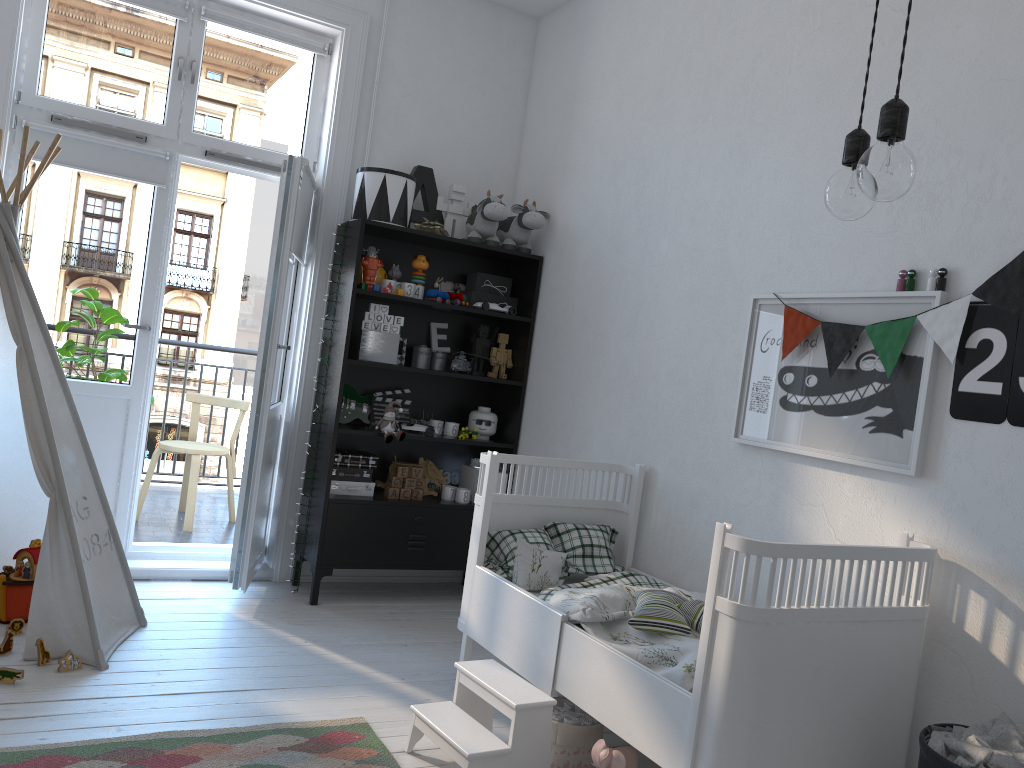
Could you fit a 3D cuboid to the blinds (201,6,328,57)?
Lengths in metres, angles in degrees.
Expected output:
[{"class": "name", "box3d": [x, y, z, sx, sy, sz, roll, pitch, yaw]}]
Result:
[{"class": "blinds", "box3d": [-1.113, -1.595, 4.020, 0.565, 0.060, 0.032, 7, 1, -29]}]

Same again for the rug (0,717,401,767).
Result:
[{"class": "rug", "box3d": [-0.545, 1.017, 1.500, 1.320, 0.016, 2.027, 7, 1, -28]}]

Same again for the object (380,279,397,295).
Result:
[{"class": "object", "box3d": [-0.553, -0.430, 3.967, 0.067, 0.067, 0.067, 7, 1, -28]}]

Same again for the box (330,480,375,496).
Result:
[{"class": "box", "box3d": [-0.756, 0.463, 4.043, 0.216, 0.062, 0.179, 7, 1, -29]}]

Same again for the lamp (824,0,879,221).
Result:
[{"class": "lamp", "box3d": [0.073, -1.074, 1.674, 1.380, 1.530, 0.074, 8, 1, 36]}]

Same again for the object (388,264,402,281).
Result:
[{"class": "object", "box3d": [-0.550, -0.479, 4.131, 0.063, 0.160, 0.063, 9, 1, 40]}]

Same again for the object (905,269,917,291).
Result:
[{"class": "object", "box3d": [1.092, -0.282, 2.428, 0.025, 0.064, 0.025, 7, 1, -31]}]

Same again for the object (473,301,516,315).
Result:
[{"class": "object", "box3d": [-0.082, -0.359, 4.201, 0.231, 0.048, 0.098, 7, 1, -39]}]

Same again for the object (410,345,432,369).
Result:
[{"class": "object", "box3d": [-0.433, -0.131, 4.251, 0.095, 0.110, 0.095, 7, 1, -24]}]

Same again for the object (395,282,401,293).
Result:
[{"class": "object", "box3d": [-0.527, -0.428, 4.031, 0.067, 0.067, 0.067, 8, 1, 35]}]

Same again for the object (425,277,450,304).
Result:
[{"class": "object", "box3d": [-0.337, -0.432, 4.110, 0.087, 0.126, 0.121, 9, 1, 39]}]

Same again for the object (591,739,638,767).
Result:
[{"class": "object", "box3d": [0.249, 1.046, 2.386, 0.255, 0.152, 0.125, 7, 1, -30]}]

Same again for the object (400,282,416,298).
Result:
[{"class": "object", "box3d": [-0.470, -0.419, 3.995, 0.067, 0.067, 0.067, 7, 1, -28]}]

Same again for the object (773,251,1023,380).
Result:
[{"class": "object", "box3d": [1.040, -0.209, 2.495, 0.058, 0.415, 0.904, 7, 1, -29]}]

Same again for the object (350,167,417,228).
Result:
[{"class": "object", "box3d": [-0.579, -0.834, 4.068, 0.272, 0.259, 0.395, 8, 1, 0]}]

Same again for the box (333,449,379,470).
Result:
[{"class": "box", "box3d": [-0.740, 0.341, 4.042, 0.216, 0.062, 0.179, 7, 1, -29]}]

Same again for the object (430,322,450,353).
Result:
[{"class": "object", "box3d": [-0.352, -0.226, 4.335, 0.107, 0.151, 0.055, 7, 1, -29]}]

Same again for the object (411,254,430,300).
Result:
[{"class": "object", "box3d": [-0.427, -0.488, 4.057, 0.077, 0.213, 0.077, 8, 1, 5]}]

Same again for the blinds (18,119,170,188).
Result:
[{"class": "blinds", "box3d": [-1.749, -0.964, 3.736, 0.565, 0.158, 0.032, 7, 1, -29]}]

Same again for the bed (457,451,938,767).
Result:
[{"class": "bed", "box3d": [0.431, 0.723, 2.695, 0.670, 0.833, 1.403, 7, 1, -29]}]

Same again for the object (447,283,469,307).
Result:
[{"class": "object", "box3d": [-0.262, -0.423, 4.199, 0.121, 0.112, 0.087, 8, 1, 32]}]

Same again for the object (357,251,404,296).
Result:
[{"class": "object", "box3d": [-0.625, -0.505, 4.002, 0.197, 0.197, 0.318, 7, 1, -32]}]

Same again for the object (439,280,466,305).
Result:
[{"class": "object", "box3d": [-0.206, -0.424, 4.407, 0.347, 0.132, 0.037, 7, 1, -29]}]

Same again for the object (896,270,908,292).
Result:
[{"class": "object", "box3d": [1.079, -0.284, 2.452, 0.025, 0.064, 0.025, 7, 1, -33]}]

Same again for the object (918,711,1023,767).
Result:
[{"class": "object", "box3d": [1.011, 0.971, 1.847, 0.345, 0.513, 0.346, 7, 1, -38]}]

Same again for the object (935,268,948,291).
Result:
[{"class": "object", "box3d": [1.136, -0.275, 2.344, 0.025, 0.064, 0.025, 7, 1, -36]}]

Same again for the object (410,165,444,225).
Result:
[{"class": "object", "box3d": [-0.442, -0.860, 4.224, 0.343, 0.344, 0.057, 7, 1, -29]}]

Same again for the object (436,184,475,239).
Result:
[{"class": "object", "box3d": [-0.281, -0.811, 4.281, 0.190, 0.290, 0.065, 7, 1, -24]}]

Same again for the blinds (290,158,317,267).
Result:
[{"class": "blinds", "box3d": [-0.908, -0.735, 3.890, 0.032, 0.390, 0.565, 8, 1, -9]}]

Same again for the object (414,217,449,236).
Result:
[{"class": "object", "box3d": [-0.370, -0.725, 4.067, 0.121, 0.100, 0.338, 8, 1, 6]}]

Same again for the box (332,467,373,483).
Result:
[{"class": "box", "box3d": [-0.764, 0.400, 4.033, 0.216, 0.062, 0.179, 7, 1, -29]}]

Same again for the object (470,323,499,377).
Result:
[{"class": "object", "box3d": [-0.144, -0.168, 4.330, 0.117, 0.259, 0.081, 7, 1, -29]}]

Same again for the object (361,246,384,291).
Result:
[{"class": "object", "box3d": [-0.620, -0.508, 3.924, 0.105, 0.203, 0.072, 7, 1, -21]}]

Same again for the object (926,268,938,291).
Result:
[{"class": "object", "box3d": [1.123, -0.277, 2.366, 0.025, 0.064, 0.025, 7, 1, -33]}]

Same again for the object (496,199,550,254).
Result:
[{"class": "object", "box3d": [-0.001, -0.751, 4.254, 0.211, 0.253, 0.386, 7, 1, -45]}]

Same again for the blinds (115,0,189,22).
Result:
[{"class": "blinds", "box3d": [-1.655, -1.652, 3.722, 0.565, 0.087, 0.032, 7, 1, -29]}]

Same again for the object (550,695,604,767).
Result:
[{"class": "object", "box3d": [0.158, 1.032, 2.644, 0.215, 0.148, 0.240, 7, 1, -22]}]

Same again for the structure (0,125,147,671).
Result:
[{"class": "structure", "box3d": [-1.761, -0.032, 2.952, 1.142, 1.750, 1.143, 8, 1, 37]}]

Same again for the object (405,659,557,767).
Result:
[{"class": "object", "box3d": [-0.085, 0.951, 2.472, 0.289, 0.246, 0.332, 7, 1, -34]}]

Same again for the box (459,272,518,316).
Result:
[{"class": "box", "box3d": [-0.107, -0.436, 4.339, 0.252, 0.189, 0.179, 7, 1, -29]}]

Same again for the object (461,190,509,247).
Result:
[{"class": "object", "box3d": [-0.132, -0.767, 4.178, 0.154, 0.253, 0.370, 7, 1, -21]}]

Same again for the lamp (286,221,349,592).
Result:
[{"class": "lamp", "box3d": [-0.488, 0.150, 4.209, 0.985, 1.684, 0.095, 7, 1, -31]}]

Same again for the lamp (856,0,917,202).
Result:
[{"class": "lamp", "box3d": [0.067, -1.073, 1.535, 1.380, 1.530, 0.074, 8, 1, 36]}]

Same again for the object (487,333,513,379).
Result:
[{"class": "object", "box3d": [-0.051, -0.135, 4.312, 0.114, 0.221, 0.052, 7, 1, -29]}]

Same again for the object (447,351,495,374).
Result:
[{"class": "object", "box3d": [-0.247, -0.103, 4.222, 0.368, 0.106, 0.349, 7, 1, -27]}]

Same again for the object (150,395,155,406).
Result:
[{"class": "object", "box3d": [-2.298, 0.099, 4.763, 0.720, 1.225, 0.489, 7, 1, -19]}]
